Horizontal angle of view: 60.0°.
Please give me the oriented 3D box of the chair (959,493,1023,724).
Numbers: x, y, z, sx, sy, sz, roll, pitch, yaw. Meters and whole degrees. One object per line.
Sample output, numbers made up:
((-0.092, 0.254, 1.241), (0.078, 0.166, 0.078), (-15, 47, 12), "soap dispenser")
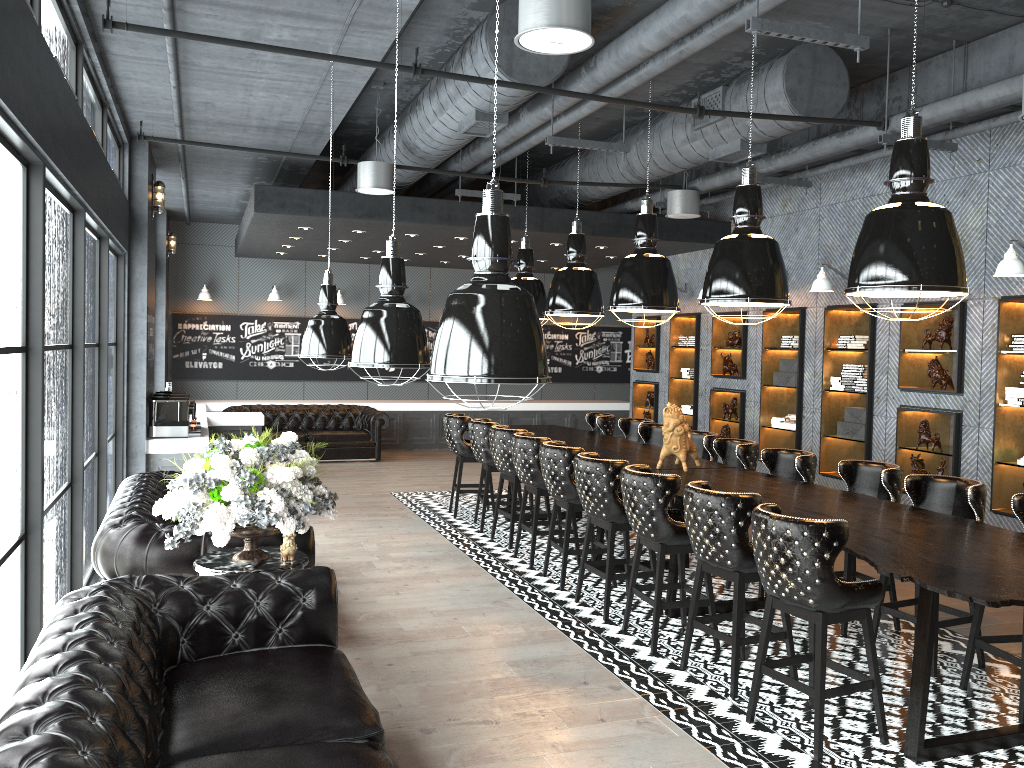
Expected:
((2.813, 1.162, 4.743), (0.568, 1.092, 0.504), (1, 2, -10), "chair")

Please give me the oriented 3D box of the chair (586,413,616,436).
((0.889, 0.889, 10.148), (0.568, 1.092, 0.504), (1, 2, -11), "chair")

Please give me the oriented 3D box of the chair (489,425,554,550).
((0.055, 0.947, 8.338), (0.568, 1.092, 0.504), (0, 2, -23), "chair")

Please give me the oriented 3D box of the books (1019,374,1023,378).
((4.361, -0.063, 7.322), (0.193, 0.028, 0.245), (-1, 3, -39), "books")

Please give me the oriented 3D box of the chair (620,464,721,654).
((0.964, 1.082, 5.640), (0.568, 1.092, 0.504), (1, 2, -16), "chair")

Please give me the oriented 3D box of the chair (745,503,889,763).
((1.436, 1.151, 4.286), (0.568, 1.092, 0.504), (0, 2, -27), "chair")

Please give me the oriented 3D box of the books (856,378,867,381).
((3.735, -0.044, 9.191), (0.193, 0.028, 0.245), (0, 3, -24), "books")

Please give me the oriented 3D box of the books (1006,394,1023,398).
((4.305, 0.100, 7.425), (0.245, 0.028, 0.193), (1, 3, -17), "books")

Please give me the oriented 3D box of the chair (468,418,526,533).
((-0.172, 0.913, 9.016), (0.568, 1.092, 0.504), (1, 2, -10), "chair")

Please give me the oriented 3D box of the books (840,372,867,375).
((3.616, -0.110, 9.354), (0.245, 0.028, 0.193), (4, 3, 42), "books")

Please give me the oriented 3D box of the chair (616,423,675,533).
((1.374, 0.957, 8.805), (0.568, 1.092, 0.504), (0, 2, -29), "chair")

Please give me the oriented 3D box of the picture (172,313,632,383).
((0.183, -0.586, 16.946), (12.465, 1.102, 0.200), (0, 2, -19), "picture")

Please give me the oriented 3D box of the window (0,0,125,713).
((-2.046, -0.204, 3.544), (0.120, 3.728, 20.803), (1, 2, -19), "window")

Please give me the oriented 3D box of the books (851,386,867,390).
((3.675, 0.039, 9.207), (0.193, 0.028, 0.245), (1, 2, -8), "books")

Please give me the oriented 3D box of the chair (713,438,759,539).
((1.773, 1.023, 7.479), (0.568, 1.092, 0.504), (1, 2, -11), "chair")

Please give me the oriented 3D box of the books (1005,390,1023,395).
((4.297, 0.072, 7.421), (0.245, 0.028, 0.193), (0, 3, -24), "books")

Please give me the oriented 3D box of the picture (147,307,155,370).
((-3.930, -0.496, 9.550), (0.086, 0.634, 1.390), (1, 2, -19), "picture")

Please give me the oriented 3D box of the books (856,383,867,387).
((3.736, 0.011, 9.214), (0.193, 0.028, 0.245), (0, 3, -23), "books")

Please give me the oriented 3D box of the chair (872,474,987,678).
((2.568, 1.128, 5.419), (0.568, 1.092, 0.504), (0, 2, -27), "chair")

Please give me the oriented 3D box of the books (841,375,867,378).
((3.624, -0.081, 9.356), (0.245, 0.028, 0.193), (3, 3, 39), "books")

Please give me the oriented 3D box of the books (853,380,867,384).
((3.712, -0.018, 9.225), (0.193, 0.028, 0.245), (0, 3, -29), "books")

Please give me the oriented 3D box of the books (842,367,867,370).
((3.632, -0.166, 9.367), (0.245, 0.028, 0.193), (3, 3, 32), "books")

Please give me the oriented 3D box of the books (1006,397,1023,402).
((4.282, 0.130, 7.387), (0.245, 0.028, 0.193), (1, 2, 2), "books")

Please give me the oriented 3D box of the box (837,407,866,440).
((3.645, 0.411, 9.364), (0.323, 0.315, 0.419), (1, 2, -19), "box")

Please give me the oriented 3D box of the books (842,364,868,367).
((3.647, -0.194, 9.365), (0.193, 0.028, 0.245), (-1, 3, -44), "books")

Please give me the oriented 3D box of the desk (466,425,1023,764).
((1.232, 1.127, 6.939), (1.433, 0.927, 7.597), (0, 3, -19), "desk")

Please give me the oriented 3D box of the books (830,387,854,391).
((3.559, 0.053, 9.481), (0.245, 0.028, 0.193), (0, 3, -26), "books")

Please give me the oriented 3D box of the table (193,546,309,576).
((-1.355, 1.264, 4.603), (0.572, 0.726, 0.572), (3, 2, 34), "table")

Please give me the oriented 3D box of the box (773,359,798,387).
((3.274, -0.137, 10.397), (0.298, 0.315, 0.419), (1, 2, -19), "box")

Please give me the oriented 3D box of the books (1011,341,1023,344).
((4.339, -0.343, 7.397), (0.193, 0.028, 0.245), (1, 3, -17), "books")

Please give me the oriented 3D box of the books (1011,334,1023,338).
((4.346, -0.399, 7.409), (0.193, 0.028, 0.245), (1, 3, -16), "books")

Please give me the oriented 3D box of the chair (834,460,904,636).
((2.373, 1.094, 6.108), (0.568, 1.092, 0.504), (1, 2, -18), "chair")

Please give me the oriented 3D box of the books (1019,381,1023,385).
((4.333, -0.006, 7.291), (0.193, 0.028, 0.245), (-1, 3, -43), "books")

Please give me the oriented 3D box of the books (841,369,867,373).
((3.640, -0.139, 9.384), (0.245, 0.028, 0.193), (3, 3, 40), "books")

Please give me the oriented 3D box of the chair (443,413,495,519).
((-0.478, 0.878, 9.677), (0.568, 1.092, 0.504), (1, 2, -10), "chair")

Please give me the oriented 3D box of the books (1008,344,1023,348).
((4.329, -0.316, 7.427), (0.193, 0.028, 0.245), (1, 3, -15), "books")

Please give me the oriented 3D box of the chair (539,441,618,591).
((0.487, 1.014, 6.991), (0.568, 1.092, 0.504), (1, 2, -15), "chair")

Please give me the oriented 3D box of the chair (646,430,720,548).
((1.608, 0.991, 8.141), (0.568, 1.092, 0.504), (0, 2, -25), "chair")

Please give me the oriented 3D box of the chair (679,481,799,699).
((1.239, 1.116, 4.992), (0.568, 1.092, 0.504), (0, 2, -25), "chair")

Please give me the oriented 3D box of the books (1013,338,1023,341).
((4.353, -0.370, 7.390), (0.193, 0.028, 0.245), (0, 3, -19), "books")

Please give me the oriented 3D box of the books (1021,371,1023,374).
((4.367, -0.091, 7.323), (0.245, 0.028, 0.193), (3, 3, 41), "books")

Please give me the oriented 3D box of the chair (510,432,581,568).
((0.261, 0.981, 7.665), (0.568, 1.092, 0.504), (1, 2, -17), "chair")

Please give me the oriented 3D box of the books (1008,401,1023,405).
((4.322, 0.157, 7.423), (0.245, 0.028, 0.193), (1, 2, -4), "books")

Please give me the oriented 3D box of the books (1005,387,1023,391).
((4.296, 0.044, 7.420), (0.245, 0.028, 0.193), (0, 3, -21), "books")

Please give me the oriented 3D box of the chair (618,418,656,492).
((1.235, 0.925, 9.482), (0.568, 1.092, 0.504), (0, 2, -23), "chair")

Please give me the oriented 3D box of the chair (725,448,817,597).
((2.007, 1.059, 6.754), (0.568, 1.092, 0.504), (1, 2, -18), "chair")

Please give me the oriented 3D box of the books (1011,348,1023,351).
((4.347, -0.286, 7.404), (0.193, 0.028, 0.245), (1, 3, -14), "books")

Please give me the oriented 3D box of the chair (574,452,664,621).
((0.711, 1.050, 6.279), (0.568, 1.092, 0.504), (1, 2, -22), "chair")

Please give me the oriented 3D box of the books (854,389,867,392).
((3.709, 0.068, 9.199), (0.193, 0.028, 0.245), (1, 3, -15), "books")
